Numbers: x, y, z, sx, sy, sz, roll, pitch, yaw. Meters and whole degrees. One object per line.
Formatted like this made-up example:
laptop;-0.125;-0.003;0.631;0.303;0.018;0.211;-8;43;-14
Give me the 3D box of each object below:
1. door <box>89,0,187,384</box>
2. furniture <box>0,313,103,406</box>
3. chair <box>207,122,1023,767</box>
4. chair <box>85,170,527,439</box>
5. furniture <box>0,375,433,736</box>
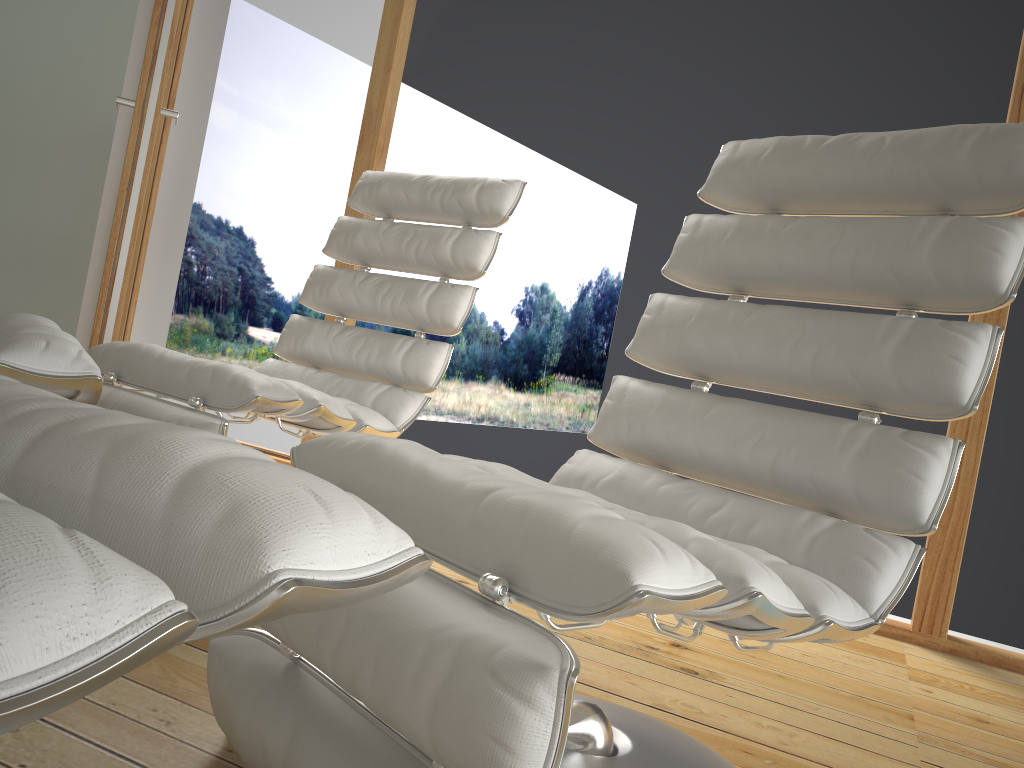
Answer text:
door;-1.128;-1.023;2.848;0.162;2.417;0.937;11;0;-23
furniture;-0.872;0.098;1.206;0.684;0.439;0.571;10;1;-32
chair;0.189;0.033;1.127;0.911;0.969;0.571;10;1;-43
chair;-0.501;-0.128;2.094;0.571;0.969;0.912;11;1;32
furniture;-0.429;0.206;0.437;0.571;0.439;0.684;11;1;29
